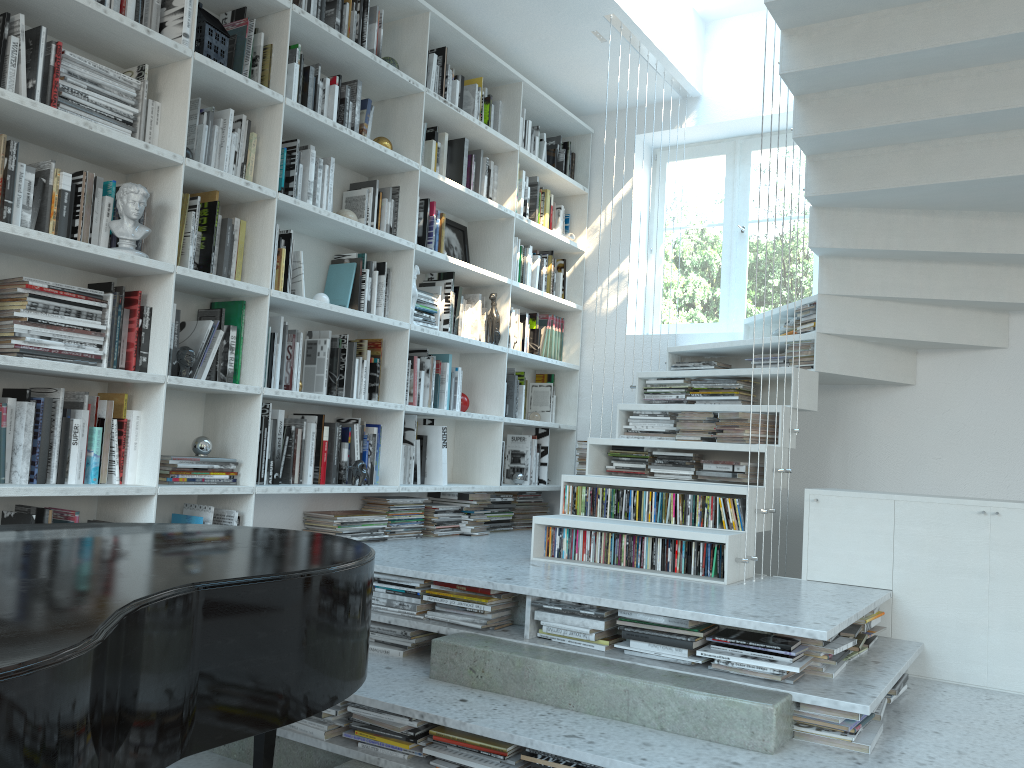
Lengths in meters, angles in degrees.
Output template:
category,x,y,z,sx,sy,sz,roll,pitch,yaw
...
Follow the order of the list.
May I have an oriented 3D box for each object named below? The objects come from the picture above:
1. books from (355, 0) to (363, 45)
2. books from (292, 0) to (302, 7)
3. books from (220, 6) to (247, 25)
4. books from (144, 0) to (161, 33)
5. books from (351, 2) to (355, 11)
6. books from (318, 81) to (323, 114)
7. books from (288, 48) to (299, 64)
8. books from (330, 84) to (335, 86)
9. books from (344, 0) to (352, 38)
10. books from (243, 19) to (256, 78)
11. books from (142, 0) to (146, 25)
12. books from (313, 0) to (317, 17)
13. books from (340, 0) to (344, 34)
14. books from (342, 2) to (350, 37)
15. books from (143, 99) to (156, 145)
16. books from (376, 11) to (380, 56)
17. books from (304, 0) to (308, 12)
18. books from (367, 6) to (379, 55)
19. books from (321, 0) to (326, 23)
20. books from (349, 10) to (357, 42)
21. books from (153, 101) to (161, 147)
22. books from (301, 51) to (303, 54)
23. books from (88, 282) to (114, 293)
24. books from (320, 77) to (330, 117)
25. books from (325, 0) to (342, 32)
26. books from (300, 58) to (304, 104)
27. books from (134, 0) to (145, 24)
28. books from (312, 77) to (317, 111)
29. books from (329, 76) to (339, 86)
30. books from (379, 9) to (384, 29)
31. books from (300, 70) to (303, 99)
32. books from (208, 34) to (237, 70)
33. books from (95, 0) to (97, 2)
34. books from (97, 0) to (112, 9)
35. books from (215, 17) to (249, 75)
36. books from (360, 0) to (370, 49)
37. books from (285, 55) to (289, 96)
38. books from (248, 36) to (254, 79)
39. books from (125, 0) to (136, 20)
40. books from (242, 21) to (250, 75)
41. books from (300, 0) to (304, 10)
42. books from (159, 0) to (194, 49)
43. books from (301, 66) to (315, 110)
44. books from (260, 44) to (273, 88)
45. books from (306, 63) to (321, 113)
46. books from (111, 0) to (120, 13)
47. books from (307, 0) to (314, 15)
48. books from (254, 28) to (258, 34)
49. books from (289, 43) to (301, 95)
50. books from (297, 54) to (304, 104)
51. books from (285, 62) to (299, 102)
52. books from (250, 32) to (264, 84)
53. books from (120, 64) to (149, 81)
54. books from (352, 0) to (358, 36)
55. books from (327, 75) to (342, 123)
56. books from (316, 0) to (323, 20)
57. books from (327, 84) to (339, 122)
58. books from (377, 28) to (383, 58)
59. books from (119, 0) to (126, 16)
category,x,y,z,sx,sy,sz,roll,pitch,yaw
books,-0.736,-1.554,3.893,0.183,0.299,0.015,1,-5,32
books,-0.925,-1.541,3.603,0.183,0.206,0.046,1,-5,32
books,-1.084,-1.267,3.386,0.143,0.339,0.025,1,-5,32
books,-1.281,-1.235,3.043,0.191,0.202,0.029,1,-5,32
books,-0.761,-1.532,3.885,0.170,0.251,0.008,1,-5,32
books,-0.865,-1.163,3.751,0.144,0.216,0.025,1,-5,32
books,-0.943,-1.212,3.608,0.173,0.283,0.011,1,-5,32
books,-0.822,-1.160,3.797,0.159,0.222,0.011,1,-5,32
books,-0.774,-1.565,3.867,0.179,0.312,0.006,1,-5,32
books,-1.059,-1.240,3.387,0.179,0.288,0.021,1,-5,32
books,-1.306,-1.268,3.028,0.133,0.261,0.029,1,-5,32
books,-0.885,-1.542,3.698,0.163,0.226,0.028,1,-5,32
books,-0.799,-1.554,3.852,0.159,0.285,0.007,1,-5,32
books,-0.778,-1.526,3.851,0.160,0.231,0.018,1,-5,32
books,-1.298,-0.866,3.050,0.172,0.198,0.030,1,-5,32
books,-0.676,-1.532,4.006,0.180,0.278,0.008,1,-5,32
books,-0.907,-1.524,3.661,0.160,0.183,0.009,1,-5,32
books,-0.687,-1.542,4.001,0.188,0.296,0.013,1,-5,32
books,-0.857,-1.551,3.746,0.169,0.256,0.021,1,-5,32
books,-0.757,-1.508,3.865,0.188,0.200,0.018,1,-5,32
books,-1.287,-0.866,3.079,0.158,0.205,0.030,1,-5,32
books,-0.924,-1.214,3.655,0.138,0.296,0.021,1,-5,32
books,-1.386,-0.190,2.962,0.130,0.298,0.011,1,-5,32
books,-0.842,-1.171,3.766,0.149,0.236,0.023,1,-5,32
books,-0.807,-1.547,3.781,0.185,0.258,0.028,1,-5,32
books,-0.921,-1.202,3.672,0.133,0.276,0.013,1,-5,32
books,-1.309,-1.264,2.993,0.173,0.248,0.032,1,-5,32
books,-0.890,-1.170,3.721,0.142,0.223,0.028,1,-5,32
books,-0.816,-1.180,3.809,0.156,0.264,0.012,1,-5,32
books,-0.660,-1.542,4.043,0.163,0.306,0.006,1,-5,32
books,-0.928,-1.185,3.637,0.165,0.235,0.012,1,-5,32
books,-1.108,-1.208,3.357,0.156,0.213,0.019,1,-5,32
books,-1.404,-1.290,2.892,0.140,0.273,0.029,1,-5,32
books,-1.373,-1.286,2.903,0.185,0.269,0.023,1,-5,32
books,-1.074,-1.236,3.349,0.190,0.272,0.021,1,-5,32
books,-0.715,-1.552,3.953,0.182,0.306,0.008,1,-5,32
books,-0.969,-1.197,3.569,0.148,0.243,0.026,1,-5,32
books,-1.056,-1.221,3.409,0.158,0.255,0.005,1,-5,32
books,-1.327,-1.237,2.966,0.176,0.188,0.029,1,-5,32
books,-1.077,-1.234,3.370,0.181,0.271,0.022,1,-5,32
books,-0.915,-1.558,3.631,0.173,0.244,0.009,1,-5,32
books,-1.204,-1.247,3.062,0.272,0.237,0.037,1,-5,32
books,-0.892,-1.183,3.675,0.160,0.241,0.027,1,-5,32
books,-1.018,-1.196,3.446,0.223,0.213,0.008,1,-5,32
books,-0.874,-1.198,3.738,0.154,0.284,0.013,1,-5,32
books,-1.355,-1.260,2.916,0.190,0.222,0.023,1,-5,32
books,-0.889,-1.546,3.665,0.174,0.229,0.013,1,-5,32
books,-1.048,-1.235,3.461,0.130,0.291,0.005,1,-5,32
books,-0.931,-1.223,3.616,0.152,0.306,0.014,1,-5,32
books,-0.925,-1.202,3.625,0.166,0.268,0.010,1,-5,32
books,-0.941,-1.176,3.580,0.181,0.207,0.026,1,-5,32
books,-1.033,-1.216,3.421,0.186,0.248,0.013,1,-5,32
books,-1.308,-0.928,3.038,0.139,0.318,0.012,1,-5,32
books,-0.755,-1.571,3.894,0.183,0.329,0.007,1,-5,32
books,-0.810,-1.187,3.843,0.159,0.285,0.012,1,-5,32
books,-0.868,-1.553,3.723,0.161,0.255,0.030,1,-5,32
books,-0.819,-1.155,3.775,0.181,0.209,0.021,1,-5,32
books,-0.667,-1.494,4.030,0.188,0.208,0.014,1,-5,32
books,-1.340,-1.260,2.953,0.158,0.230,0.012,1,-5,32
